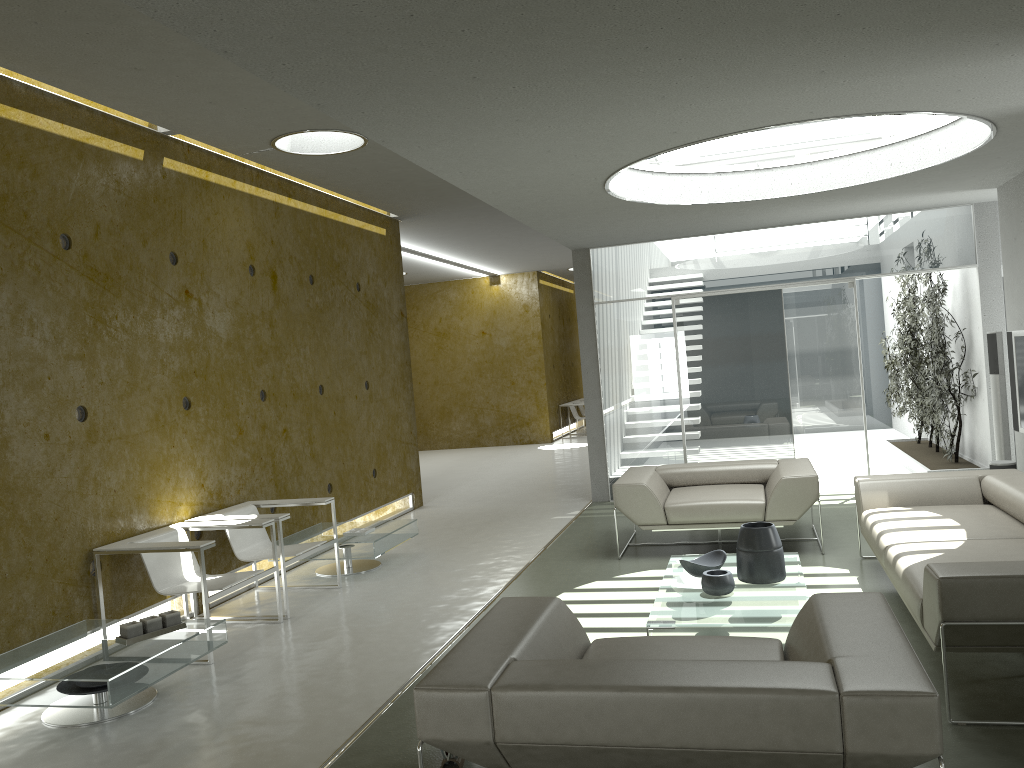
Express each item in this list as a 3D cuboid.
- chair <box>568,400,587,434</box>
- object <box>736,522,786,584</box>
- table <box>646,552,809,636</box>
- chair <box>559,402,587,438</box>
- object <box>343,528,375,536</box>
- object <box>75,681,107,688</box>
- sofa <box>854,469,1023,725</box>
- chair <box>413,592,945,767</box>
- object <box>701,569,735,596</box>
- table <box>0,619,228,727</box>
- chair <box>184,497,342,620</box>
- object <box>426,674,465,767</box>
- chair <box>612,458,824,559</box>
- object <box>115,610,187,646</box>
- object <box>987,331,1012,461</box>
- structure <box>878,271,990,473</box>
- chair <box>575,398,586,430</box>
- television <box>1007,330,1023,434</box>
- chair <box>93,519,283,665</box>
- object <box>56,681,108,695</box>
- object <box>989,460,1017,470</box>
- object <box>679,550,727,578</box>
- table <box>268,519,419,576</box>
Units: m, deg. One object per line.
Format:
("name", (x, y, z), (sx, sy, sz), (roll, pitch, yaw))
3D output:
("chair", (1.638, 0.684, 18.905), (0.710, 0.667, 0.800), (-4, 1, 15))
("object", (1.399, 0.949, 5.009), (0.265, 0.309, 0.265), (-5, 1, -2))
("table", (1.239, 1.219, 4.974), (0.790, 0.200, 1.500), (-4, 1, 15))
("chair", (1.419, 0.718, 18.078), (0.710, 0.667, 0.800), (-4, 1, 15))
("object", (-1.206, 1.169, 7.001), (0.197, 0.029, 0.189), (-4, 1, 15))
("object", (-1.936, 1.402, 4.198), (0.239, 0.027, 0.239), (-4, 1, 32))
("sofa", (2.491, 0.927, 4.625), (1.037, 0.585, 2.791), (-4, 1, 15))
("chair", (0.560, 1.122, 2.998), (1.481, 0.583, 1.039), (-4, 1, 15))
("object", (1.113, 1.076, 4.796), (0.177, 0.113, 0.177), (-5, 1, -4))
("table", (-2.067, 1.456, 4.427), (0.900, 0.300, 0.900), (-4, 1, 15))
("chair", (-1.725, 1.208, 6.240), (0.710, 0.667, 0.800), (-4, 1, 15))
("object", (-0.247, 1.327, 3.534), (0.216, 0.288, 0.329), (-5, 1, 5))
("chair", (1.611, 0.958, 6.957), (1.481, 0.583, 1.039), (-4, 1, 15))
("object", (-1.847, 1.236, 4.538), (0.118, 0.097, 0.326), (-4, 1, 40))
("object", (3.992, 0.308, 7.231), (0.310, 1.469, 0.310), (-4, 1, 42))
("structure", (4.655, -0.366, 10.227), (0.646, 2.589, 3.371), (-4, 1, 15))
("chair", (1.858, 0.649, 19.732), (0.710, 0.667, 0.800), (-4, 1, 15))
("television", (3.725, 0.007, 6.102), (0.127, 0.781, 1.603), (-4, 1, 15))
("chair", (-1.944, 1.242, 5.413), (0.710, 0.667, 0.800), (-4, 1, 15))
("object", (-1.935, 1.405, 4.198), (0.394, 0.027, 0.394), (-5, 1, -2))
("object", (3.826, 0.835, 6.894), (0.175, 0.461, 0.185), (-5, 1, 10))
("object", (1.121, 1.062, 5.191), (0.317, 0.125, 0.223), (-6, 1, -38))
("table", (-1.336, 1.342, 7.178), (0.900, 0.300, 0.900), (-4, 1, 15))
